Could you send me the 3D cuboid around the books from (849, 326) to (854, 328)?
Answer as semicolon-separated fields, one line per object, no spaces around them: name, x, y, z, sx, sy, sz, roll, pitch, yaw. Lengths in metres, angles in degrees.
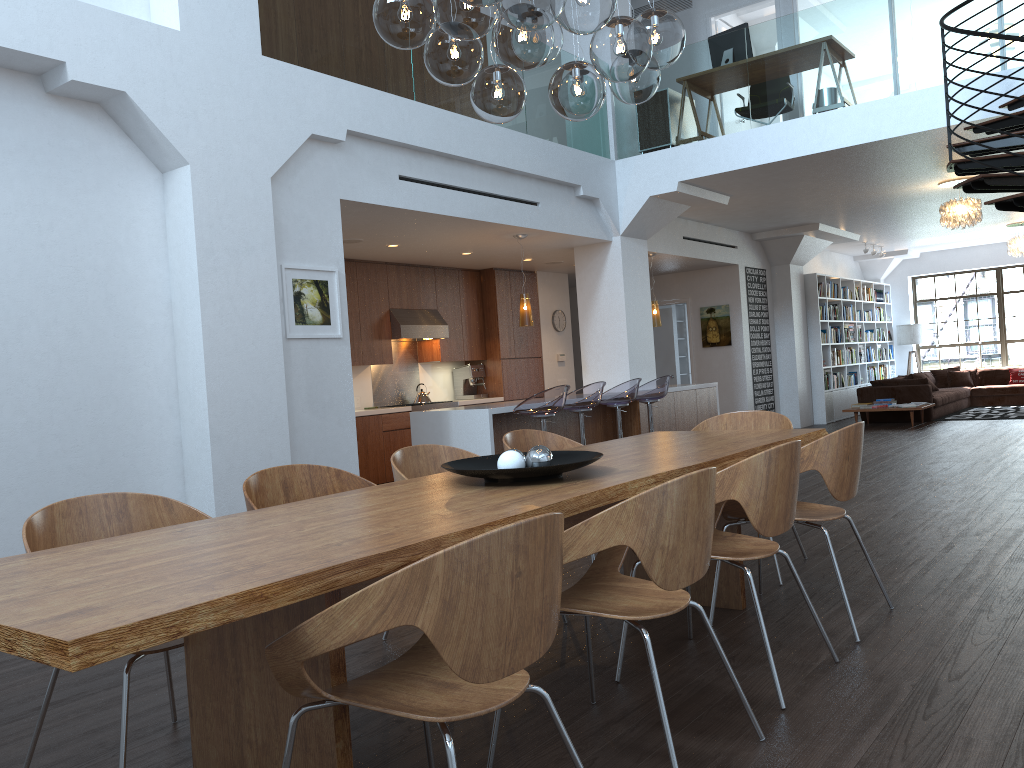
books;5.943;-1.005;15.705;0.144;0.024;0.208;-3;1;42

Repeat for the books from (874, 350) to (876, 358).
books;6.770;-0.530;16.727;0.161;0.218;0.101;-4;1;37

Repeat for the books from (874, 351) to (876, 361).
books;6.751;-0.531;16.698;0.161;0.222;0.084;-4;1;37

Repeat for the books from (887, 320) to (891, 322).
books;7.340;-1.241;17.595;0.197;0.035;0.284;-4;1;-23

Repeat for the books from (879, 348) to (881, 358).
books;6.974;-0.564;17.016;0.183;0.253;0.039;-4;1;37

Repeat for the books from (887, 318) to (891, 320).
books;7.338;-1.275;17.594;0.197;0.033;0.284;-4;1;-38

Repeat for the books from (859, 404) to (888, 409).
books;5.372;0.335;13.178;0.340;0.035;0.236;-4;1;-28

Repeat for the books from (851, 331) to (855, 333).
books;5.936;-0.913;15.689;0.183;0.042;0.253;-4;1;37

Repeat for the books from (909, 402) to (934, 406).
books;6.016;0.290;13.110;0.350;0.035;0.256;-4;1;-28

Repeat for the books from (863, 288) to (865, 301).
books;6.427;-1.643;16.379;0.171;0.246;0.057;-4;1;37

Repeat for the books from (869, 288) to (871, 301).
books;6.626;-1.663;16.635;0.183;0.253;0.034;-4;1;37

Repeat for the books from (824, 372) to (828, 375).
books;5.020;-0.174;14.395;0.174;0.045;0.240;-4;1;27

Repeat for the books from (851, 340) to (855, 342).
books;5.950;-0.748;15.685;0.171;0.039;0.246;-4;1;37

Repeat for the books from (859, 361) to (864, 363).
books;6.230;-0.396;16.058;0.246;0.038;0.171;-4;1;37

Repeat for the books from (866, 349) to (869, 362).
books;6.469;-0.519;16.324;0.174;0.243;0.085;-4;1;37

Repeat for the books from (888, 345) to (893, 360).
books;7.519;-0.629;17.724;0.176;0.290;0.053;-4;1;37

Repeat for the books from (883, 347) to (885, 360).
books;7.151;-0.579;17.245;0.160;0.251;0.039;-4;1;37

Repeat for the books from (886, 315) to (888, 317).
books;7.332;-1.336;17.593;0.144;0.025;0.204;-4;1;-23

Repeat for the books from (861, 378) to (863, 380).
books;6.203;-0.091;16.064;0.254;0.032;0.174;-3;1;42

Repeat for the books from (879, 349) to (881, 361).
books;6.966;-0.550;16.980;0.161;0.223;0.030;-4;1;37

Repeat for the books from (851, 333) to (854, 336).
books;5.935;-0.870;15.697;0.168;0.045;0.231;-4;1;32

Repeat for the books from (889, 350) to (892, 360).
books;7.434;-0.582;17.600;0.161;0.213;0.118;-4;1;37

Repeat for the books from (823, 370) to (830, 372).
books;5.011;-0.210;14.372;0.161;0.027;0.223;-5;1;-43

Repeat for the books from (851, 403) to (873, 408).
books;5.380;0.325;13.601;0.241;0.045;0.334;-4;1;39

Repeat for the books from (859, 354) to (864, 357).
books;6.235;-0.515;16.063;0.231;0.044;0.168;-4;1;32

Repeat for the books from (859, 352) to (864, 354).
books;6.224;-0.555;16.059;0.253;0.040;0.183;-4;1;37

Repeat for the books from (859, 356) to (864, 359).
books;6.235;-0.473;16.083;0.259;0.040;0.180;-4;1;37

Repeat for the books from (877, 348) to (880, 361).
books;6.919;-0.561;16.926;0.174;0.251;0.051;-4;1;37

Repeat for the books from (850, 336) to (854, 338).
books;5.919;-0.825;15.695;0.180;0.042;0.259;-4;1;37

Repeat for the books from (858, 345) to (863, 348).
books;6.226;-0.675;16.042;0.129;0.041;0.185;-4;1;-38

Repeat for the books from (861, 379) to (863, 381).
books;6.207;-0.058;16.059;0.284;0.033;0.197;-4;1;22

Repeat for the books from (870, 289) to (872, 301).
books;6.688;-1.666;16.722;0.160;0.250;0.026;-4;1;37

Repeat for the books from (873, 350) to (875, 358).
books;6.725;-0.542;16.678;0.159;0.248;0.089;-4;1;37

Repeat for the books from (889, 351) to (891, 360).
books;7.374;-0.589;17.520;0.172;0.235;0.112;-4;1;37

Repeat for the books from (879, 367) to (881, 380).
books;6.934;-0.184;16.926;0.183;0.253;0.036;-4;1;37

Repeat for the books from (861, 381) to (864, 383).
books;6.209;-0.024;16.059;0.284;0.035;0.197;-4;1;37

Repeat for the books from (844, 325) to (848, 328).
books;5.706;-0.985;15.368;0.174;0.045;0.240;-4;1;37

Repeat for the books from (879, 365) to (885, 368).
books;7.158;-0.224;17.197;0.140;0.298;0.044;-4;1;37

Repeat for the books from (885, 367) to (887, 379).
books;7.226;-0.204;17.317;0.171;0.246;0.057;-4;1;37

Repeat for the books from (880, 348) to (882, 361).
books;7.018;-0.566;17.068;0.171;0.246;0.036;-4;1;37

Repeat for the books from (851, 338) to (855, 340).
books;5.944;-0.787;15.684;0.160;0.039;0.251;-3;1;42

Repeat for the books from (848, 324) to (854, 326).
books;5.944;-1.038;15.698;0.185;0.043;0.129;-4;1;-38

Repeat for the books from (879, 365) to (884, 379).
books;7.067;-0.210;17.125;0.198;0.284;0.066;-4;1;37

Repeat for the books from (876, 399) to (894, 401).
books;5.666;0.243;13.458;0.224;0.027;0.157;-3;1;42

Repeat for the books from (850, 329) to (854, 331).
books;5.932;-0.949;15.698;0.161;0.033;0.223;-4;1;37

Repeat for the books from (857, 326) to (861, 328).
books;6.144;-1.010;15.962;0.223;0.031;0.161;-4;1;37

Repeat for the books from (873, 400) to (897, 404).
books;5.665;0.274;13.462;0.191;0.035;0.279;-5;1;-43

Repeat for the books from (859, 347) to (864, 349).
books;6.235;-0.644;16.045;0.208;0.024;0.144;-3;1;42

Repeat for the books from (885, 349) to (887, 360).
books;7.226;-0.573;17.343;0.168;0.228;0.139;-4;1;37

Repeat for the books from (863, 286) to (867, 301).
books;6.473;-1.669;16.446;0.176;0.290;0.053;-4;1;37

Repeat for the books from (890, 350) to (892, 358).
books;7.460;-0.583;17.644;0.161;0.213;0.146;-4;1;37

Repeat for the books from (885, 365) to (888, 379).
books;7.273;-0.230;17.384;0.176;0.290;0.053;-4;1;37

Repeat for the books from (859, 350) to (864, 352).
books;6.231;-0.590;16.060;0.223;0.032;0.161;-4;1;37

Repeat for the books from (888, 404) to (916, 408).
books;5.686;0.314;12.929;0.231;0.040;0.342;-4;1;-13

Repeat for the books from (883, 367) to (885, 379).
books;7.115;-0.196;17.167;0.189;0.247;0.057;-4;1;37

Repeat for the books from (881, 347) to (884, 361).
books;7.091;-0.575;17.164;0.183;0.253;0.042;-4;1;37

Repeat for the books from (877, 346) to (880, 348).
books;6.902;-0.700;16.939;0.223;0.031;0.161;-4;1;37

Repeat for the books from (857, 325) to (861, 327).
books;6.146;-1.040;15.968;0.161;0.030;0.224;-5;1;-43

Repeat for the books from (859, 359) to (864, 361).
books;6.227;-0.433;16.061;0.251;0.037;0.160;-3;1;42
